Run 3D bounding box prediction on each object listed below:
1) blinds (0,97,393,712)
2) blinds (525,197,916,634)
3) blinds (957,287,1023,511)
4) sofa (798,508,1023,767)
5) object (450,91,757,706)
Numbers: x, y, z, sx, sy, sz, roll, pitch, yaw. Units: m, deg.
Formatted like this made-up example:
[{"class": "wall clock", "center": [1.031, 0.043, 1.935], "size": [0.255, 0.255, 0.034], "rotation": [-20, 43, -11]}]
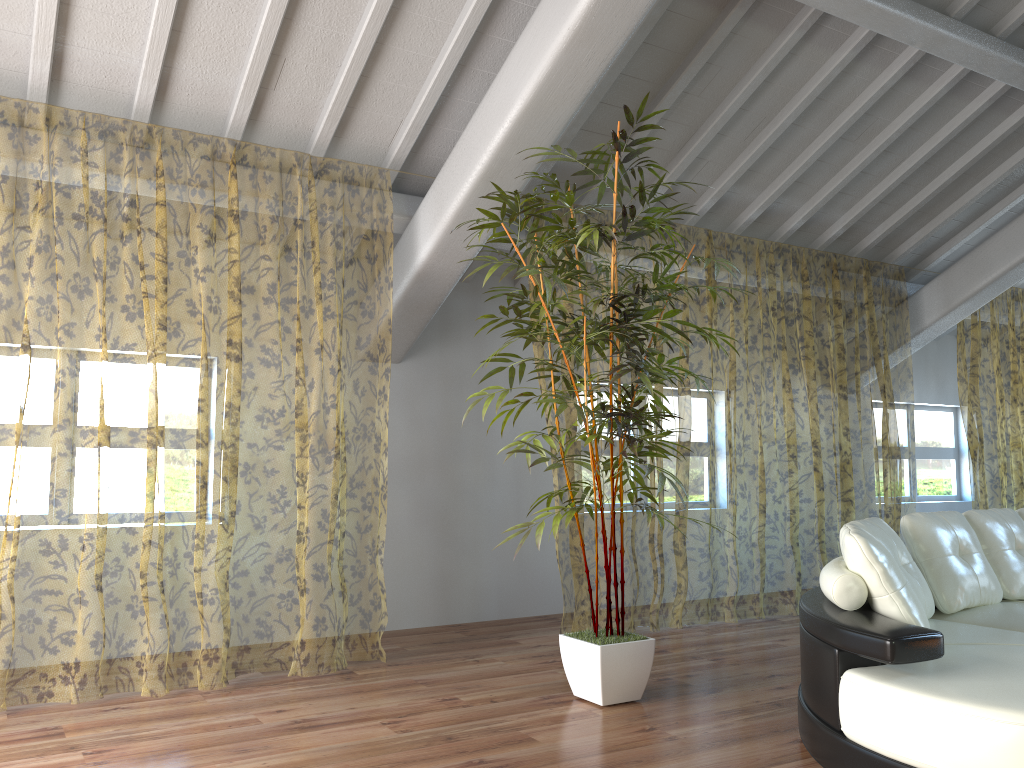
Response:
[{"class": "blinds", "center": [-2.121, 0.055, 3.678], "size": [3.505, 2.546, 0.306], "rotation": [3, -6, -31]}, {"class": "blinds", "center": [1.563, 0.271, 5.899], "size": [3.505, 2.546, 0.306], "rotation": [3, -6, -31]}, {"class": "blinds", "center": [4.785, 0.460, 7.845], "size": [2.780, 2.546, 0.306], "rotation": [3, -6, -31]}, {"class": "sofa", "center": [2.040, 0.939, 3.601], "size": [1.359, 0.805, 3.047], "rotation": [-4, -7, 38]}, {"class": "object", "center": [0.442, 0.112, 3.849], "size": [1.399, 2.473, 1.177], "rotation": [1, -5, -6]}]
